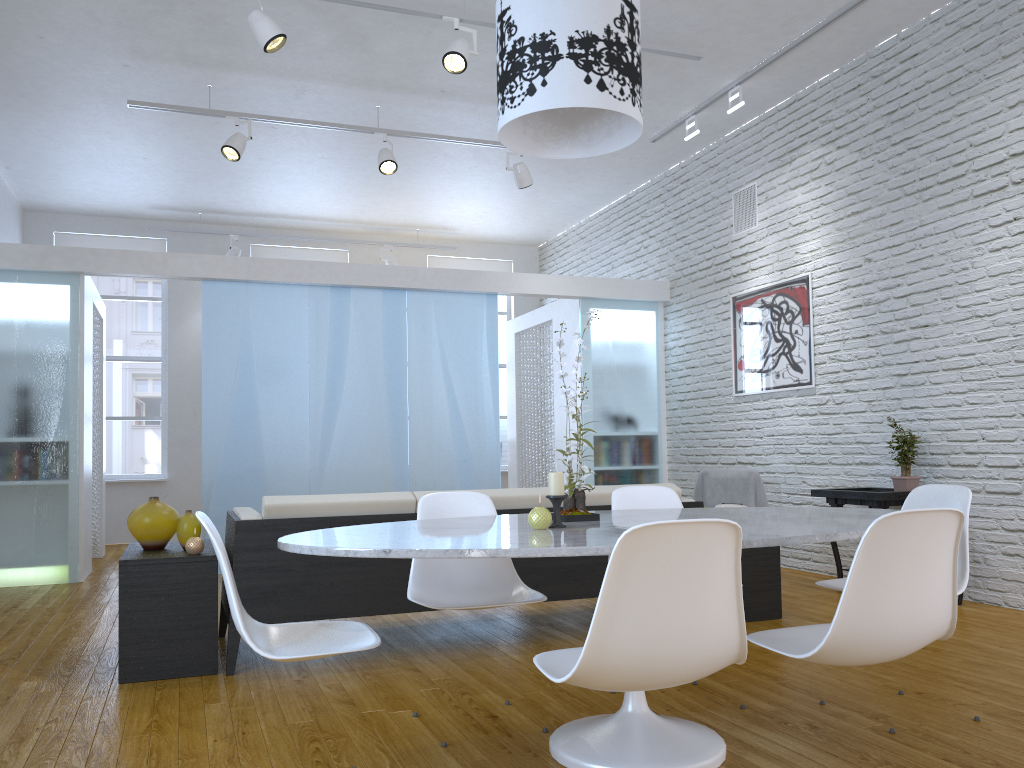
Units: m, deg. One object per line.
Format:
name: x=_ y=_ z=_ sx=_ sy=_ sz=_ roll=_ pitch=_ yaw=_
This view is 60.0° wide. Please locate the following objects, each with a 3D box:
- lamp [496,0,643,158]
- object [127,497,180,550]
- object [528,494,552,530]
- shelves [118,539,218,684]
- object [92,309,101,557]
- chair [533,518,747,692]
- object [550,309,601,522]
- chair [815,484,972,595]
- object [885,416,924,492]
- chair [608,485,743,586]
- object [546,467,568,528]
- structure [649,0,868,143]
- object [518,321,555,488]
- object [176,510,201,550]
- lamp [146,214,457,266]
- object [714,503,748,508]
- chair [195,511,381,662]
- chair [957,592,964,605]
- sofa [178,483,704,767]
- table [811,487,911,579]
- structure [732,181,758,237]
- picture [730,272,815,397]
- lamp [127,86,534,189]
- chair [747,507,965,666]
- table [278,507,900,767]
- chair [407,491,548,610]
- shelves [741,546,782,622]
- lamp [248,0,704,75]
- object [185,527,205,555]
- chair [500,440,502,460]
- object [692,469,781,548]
lamp: x=0.147 y=-1.454 z=2.479 sx=0.400 sy=1.535 sz=0.399 roll=-3 pitch=-3 yaw=36
object: x=-1.484 y=0.576 z=3.674 sx=0.207 sy=0.215 sz=0.207 roll=-2 pitch=-4 yaw=21
object: x=0.073 y=0.335 z=2.329 sx=0.063 sy=0.091 sz=0.062 roll=-3 pitch=-4 yaw=27
shelves: x=-1.414 y=0.908 z=3.670 sx=0.349 sy=0.450 sz=0.731 roll=0 pitch=-4 yaw=-20
object: x=-3.339 y=0.412 z=7.064 sx=0.051 sy=2.012 sz=0.924 roll=0 pitch=-3 yaw=-21
chair: x=0.260 y=0.437 z=1.798 sx=0.405 sy=0.351 sz=0.420 roll=0 pitch=-4 yaw=-18
object: x=0.182 y=0.087 z=2.609 sx=0.166 sy=0.637 sz=0.202 roll=-1 pitch=-3 yaw=8
chair: x=1.205 y=0.497 z=2.783 sx=0.419 sy=0.351 sz=0.406 roll=0 pitch=-4 yaw=-18
object: x=2.193 y=0.396 z=4.958 sx=0.175 sy=0.436 sz=0.237 roll=-1 pitch=-3 yaw=4
chair: x=0.526 y=0.523 z=2.967 sx=0.405 sy=0.351 sz=0.420 roll=0 pitch=-4 yaw=-17
object: x=0.119 y=0.296 z=2.377 sx=0.059 sy=0.176 sz=0.059 roll=1 pitch=-3 yaw=-35
structure: x=1.764 y=-1.961 z=5.037 sx=0.052 sy=0.182 sz=3.912 roll=0 pitch=-4 yaw=-20
object: x=0.252 y=0.452 z=8.400 sx=0.051 sy=2.012 sz=0.924 roll=0 pitch=-3 yaw=-21
object: x=-1.321 y=0.596 z=3.622 sx=0.095 sy=0.160 sz=0.096 roll=-2 pitch=-3 yaw=21
lamp: x=-2.071 y=-1.418 z=9.111 sx=3.118 sy=0.486 sz=0.198 roll=1 pitch=-3 yaw=-22
object: x=1.432 y=0.817 z=5.768 sx=0.232 sy=0.085 sz=0.224 roll=-2 pitch=-4 yaw=16
chair: x=-0.539 y=0.477 z=2.135 sx=0.419 sy=0.351 sz=0.406 roll=0 pitch=-4 yaw=-18
chair: x=2.211 y=0.942 z=4.632 sx=0.262 sy=0.407 sz=0.262 roll=2 pitch=-4 yaw=-39
sofa: x=-0.448 y=0.874 z=4.777 sx=5.337 sy=0.678 sz=9.741 roll=1 pitch=-5 yaw=-20
table: x=2.067 y=0.889 z=5.017 sx=0.440 sy=0.577 sz=0.564 roll=0 pitch=-4 yaw=-20
structure: x=1.730 y=-1.293 z=6.574 sx=0.010 sy=0.334 sz=0.308 roll=0 pitch=-4 yaw=-20
picture: x=1.827 y=-0.324 z=6.285 sx=0.010 sy=0.768 sz=0.922 roll=0 pitch=-4 yaw=-20
lamp: x=-0.944 y=-1.672 z=6.085 sx=3.117 sy=0.486 sz=0.205 roll=1 pitch=-3 yaw=-23
chair: x=0.765 y=0.442 z=1.972 sx=0.405 sy=0.351 sz=0.420 roll=0 pitch=-4 yaw=-22
table: x=0.337 y=0.698 z=2.457 sx=1.910 sy=0.622 sz=1.072 roll=1 pitch=-4 yaw=-21
chair: x=-0.119 y=0.517 z=2.750 sx=0.405 sy=0.351 sz=0.420 roll=0 pitch=-4 yaw=-21
shelves: x=1.011 y=0.935 z=4.573 sx=0.349 sy=0.450 sz=0.731 roll=0 pitch=-4 yaw=-20
lamp: x=-0.387 y=-1.805 z=4.488 sx=3.118 sy=0.486 sz=0.223 roll=1 pitch=-3 yaw=-20
object: x=-1.233 y=0.609 z=3.446 sx=0.071 sy=0.104 sz=0.071 roll=-1 pitch=-3 yaw=7
chair: x=-0.334 y=1.049 z=9.016 sx=0.472 sy=0.959 sz=0.379 roll=-1 pitch=-3 yaw=5
object: x=1.428 y=0.909 z=5.847 sx=0.645 sy=0.686 sz=0.636 roll=-2 pitch=-4 yaw=18
